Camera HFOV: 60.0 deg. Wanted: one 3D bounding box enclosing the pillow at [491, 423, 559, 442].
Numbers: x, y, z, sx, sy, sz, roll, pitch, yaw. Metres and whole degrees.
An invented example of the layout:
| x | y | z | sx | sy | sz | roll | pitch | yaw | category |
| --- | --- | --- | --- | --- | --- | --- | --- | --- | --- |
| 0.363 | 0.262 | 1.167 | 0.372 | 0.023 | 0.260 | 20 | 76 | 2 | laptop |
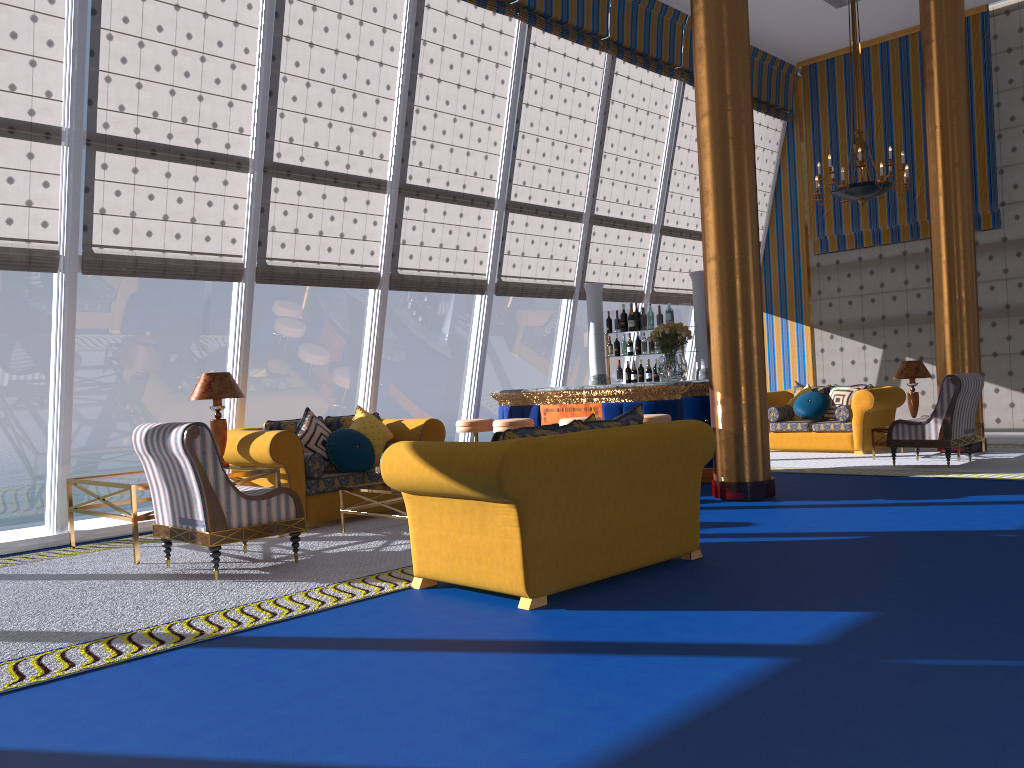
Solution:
| x | y | z | sx | sy | sz | roll | pitch | yaw | category |
| --- | --- | --- | --- | --- | --- | --- | --- | --- | --- |
| -0.011 | 0.465 | 5.012 | 0.324 | 0.456 | 0.527 | -3 | 0 | 44 | pillow |

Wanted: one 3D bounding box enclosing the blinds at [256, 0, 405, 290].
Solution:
| x | y | z | sx | sy | sz | roll | pitch | yaw | category |
| --- | --- | --- | --- | --- | --- | --- | --- | --- | --- |
| -1.620 | -2.643 | 8.198 | 0.865 | 3.394 | 1.379 | -2 | 1 | 44 | blinds |

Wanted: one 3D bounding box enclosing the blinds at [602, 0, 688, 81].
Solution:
| x | y | z | sx | sy | sz | roll | pitch | yaw | category |
| --- | --- | --- | --- | --- | --- | --- | --- | --- | --- |
| 1.654 | -4.338 | 11.068 | 0.335 | 0.830 | 1.540 | -2 | 0 | 44 | blinds |

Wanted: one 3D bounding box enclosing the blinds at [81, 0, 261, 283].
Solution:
| x | y | z | sx | sy | sz | roll | pitch | yaw | category |
| --- | --- | --- | --- | --- | --- | --- | --- | --- | --- |
| -2.668 | -2.590 | 7.114 | 0.865 | 3.394 | 1.379 | -2 | 1 | 44 | blinds |

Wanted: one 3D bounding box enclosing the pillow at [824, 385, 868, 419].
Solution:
| x | y | z | sx | sy | sz | roll | pitch | yaw | category |
| --- | --- | --- | --- | --- | --- | --- | --- | --- | --- |
| 4.410 | 0.245 | 11.751 | 0.516 | 0.456 | 0.331 | -3 | 0 | 44 | pillow |

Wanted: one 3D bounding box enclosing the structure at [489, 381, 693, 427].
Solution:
| x | y | z | sx | sy | sz | roll | pitch | yaw | category |
| --- | --- | --- | --- | --- | --- | --- | --- | --- | --- |
| 0.750 | 0.551 | 8.859 | 2.289 | 1.065 | 0.776 | -3 | 0 | 33 | structure |

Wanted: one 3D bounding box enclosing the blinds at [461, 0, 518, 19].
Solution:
| x | y | z | sx | sy | sz | roll | pitch | yaw | category |
| --- | --- | --- | --- | --- | --- | --- | --- | --- | --- |
| -0.514 | -4.229 | 8.826 | 0.335 | 0.830 | 1.540 | -2 | 0 | 44 | blinds |

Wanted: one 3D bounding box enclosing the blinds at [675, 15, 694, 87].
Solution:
| x | y | z | sx | sy | sz | roll | pitch | yaw | category |
| --- | --- | --- | --- | --- | --- | --- | --- | --- | --- |
| 2.734 | -4.393 | 12.186 | 0.335 | 0.830 | 1.540 | -2 | 0 | 44 | blinds |

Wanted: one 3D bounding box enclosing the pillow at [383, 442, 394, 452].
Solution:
| x | y | z | sx | sy | sz | roll | pitch | yaw | category |
| --- | --- | --- | --- | --- | --- | --- | --- | --- | --- |
| -1.042 | 0.643 | 8.134 | 0.369 | 0.219 | 0.217 | -3 | 0 | 44 | pillow |

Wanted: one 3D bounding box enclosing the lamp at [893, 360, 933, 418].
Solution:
| x | y | z | sx | sy | sz | roll | pitch | yaw | category |
| --- | --- | --- | --- | --- | --- | --- | --- | --- | --- |
| 4.863 | 0.107 | 10.754 | 0.442 | 0.783 | 0.450 | -3 | 0 | 29 | lamp |

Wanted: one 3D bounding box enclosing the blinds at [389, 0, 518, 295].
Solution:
| x | y | z | sx | sy | sz | roll | pitch | yaw | category |
| --- | --- | --- | --- | --- | --- | --- | --- | --- | --- |
| -0.568 | -2.696 | 9.286 | 0.865 | 3.394 | 1.379 | -2 | 1 | 44 | blinds |

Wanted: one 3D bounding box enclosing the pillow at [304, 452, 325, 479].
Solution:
| x | y | z | sx | sy | sz | roll | pitch | yaw | category |
| --- | --- | --- | --- | --- | --- | --- | --- | --- | --- |
| -1.734 | 0.678 | 7.406 | 0.369 | 0.219 | 0.176 | -3 | 0 | 44 | pillow |

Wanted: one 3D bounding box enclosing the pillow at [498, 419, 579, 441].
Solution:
| x | y | z | sx | sy | sz | roll | pitch | yaw | category |
| --- | --- | --- | --- | --- | --- | --- | --- | --- | --- |
| 0.140 | 0.515 | 4.881 | 0.620 | 0.610 | 0.336 | -3 | 0 | -41 | pillow |

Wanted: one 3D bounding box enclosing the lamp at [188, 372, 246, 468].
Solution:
| x | y | z | sx | sy | sz | roll | pitch | yaw | category |
| --- | --- | --- | --- | --- | --- | --- | --- | --- | --- |
| -2.416 | 0.299 | 7.302 | 0.450 | 0.783 | 0.442 | -3 | 1 | -31 | lamp |

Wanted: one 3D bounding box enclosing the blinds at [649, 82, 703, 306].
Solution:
| x | y | z | sx | sy | sz | roll | pitch | yaw | category |
| --- | --- | --- | --- | --- | --- | --- | --- | --- | --- |
| 2.622 | -2.857 | 12.586 | 0.865 | 3.394 | 1.379 | -2 | 1 | 44 | blinds |

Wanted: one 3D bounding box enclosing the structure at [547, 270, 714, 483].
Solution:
| x | y | z | sx | sy | sz | roll | pitch | yaw | category |
| --- | --- | --- | --- | --- | --- | --- | --- | --- | --- |
| 1.350 | -0.045 | 9.752 | 2.289 | 2.196 | 0.777 | -3 | 1 | 35 | structure |

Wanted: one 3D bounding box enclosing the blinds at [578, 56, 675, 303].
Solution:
| x | y | z | sx | sy | sz | roll | pitch | yaw | category |
| --- | --- | --- | --- | --- | --- | --- | --- | --- | --- |
| 1.539 | -2.802 | 11.466 | 0.865 | 3.394 | 1.379 | -2 | 1 | 44 | blinds |

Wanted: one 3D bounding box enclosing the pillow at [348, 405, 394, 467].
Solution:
| x | y | z | sx | sy | sz | roll | pitch | yaw | category |
| --- | --- | --- | --- | --- | --- | --- | --- | --- | --- |
| -1.309 | 0.484 | 8.120 | 0.581 | 0.583 | 0.326 | -3 | 0 | -26 | pillow |

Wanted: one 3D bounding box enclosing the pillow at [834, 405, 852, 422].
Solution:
| x | y | z | sx | sy | sz | roll | pitch | yaw | category |
| --- | --- | --- | --- | --- | --- | --- | --- | --- | --- |
| 4.344 | 0.369 | 11.441 | 0.376 | 0.219 | 0.212 | -3 | 0 | -41 | pillow |

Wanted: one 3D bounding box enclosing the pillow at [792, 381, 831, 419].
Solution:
| x | y | z | sx | sy | sz | roll | pitch | yaw | category |
| --- | --- | --- | --- | --- | --- | --- | --- | --- | --- |
| 4.120 | 0.288 | 12.304 | 0.358 | 0.672 | 0.594 | -3 | 0 | -38 | pillow |

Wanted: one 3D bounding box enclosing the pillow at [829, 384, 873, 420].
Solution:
| x | y | z | sx | sy | sz | roll | pitch | yaw | category |
| --- | --- | --- | --- | --- | --- | --- | --- | --- | --- |
| 4.547 | 0.296 | 11.902 | 0.343 | 0.610 | 0.607 | -3 | 0 | -41 | pillow |

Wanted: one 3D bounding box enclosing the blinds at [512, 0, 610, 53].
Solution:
| x | y | z | sx | sy | sz | roll | pitch | yaw | category |
| --- | --- | --- | --- | --- | --- | --- | --- | --- | --- |
| 0.570 | -4.284 | 9.947 | 0.335 | 0.830 | 1.540 | -2 | 0 | 44 | blinds |

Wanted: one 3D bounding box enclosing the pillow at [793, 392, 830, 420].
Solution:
| x | y | z | sx | sy | sz | roll | pitch | yaw | category |
| --- | --- | --- | --- | --- | --- | --- | --- | --- | --- |
| 4.005 | 0.289 | 11.861 | 0.459 | 0.367 | 0.391 | -3 | 0 | 5 | pillow |

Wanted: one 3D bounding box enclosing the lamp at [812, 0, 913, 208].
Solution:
| x | y | z | sx | sy | sz | roll | pitch | yaw | category |
| --- | --- | --- | --- | --- | --- | --- | --- | --- | --- |
| 3.894 | -3.194 | 9.997 | 1.052 | 2.422 | 1.066 | -3 | 1 | 21 | lamp |

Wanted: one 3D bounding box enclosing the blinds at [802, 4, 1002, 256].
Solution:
| x | y | z | sx | sy | sz | roll | pitch | yaw | category |
| --- | --- | --- | --- | --- | --- | --- | --- | --- | --- |
| 5.500 | -3.511 | 12.748 | 2.633 | 2.990 | 0.153 | -3 | 1 | 44 | blinds |

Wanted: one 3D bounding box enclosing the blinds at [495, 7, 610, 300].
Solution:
| x | y | z | sx | sy | sz | roll | pitch | yaw | category |
| --- | --- | --- | --- | --- | --- | --- | --- | --- | --- |
| 0.506 | -2.750 | 10.397 | 0.865 | 3.394 | 1.379 | -2 | 1 | 44 | blinds |

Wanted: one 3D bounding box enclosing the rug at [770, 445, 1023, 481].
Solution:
| x | y | z | sx | sy | sz | roll | pitch | yaw | category |
| --- | --- | --- | --- | --- | --- | --- | --- | --- | --- |
| 4.385 | 0.894 | 10.847 | 6.191 | 0.011 | 3.631 | -3 | 0 | 44 | rug |

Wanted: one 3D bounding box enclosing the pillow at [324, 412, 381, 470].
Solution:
| x | y | z | sx | sy | sz | roll | pitch | yaw | category |
| --- | --- | --- | --- | --- | --- | --- | --- | --- | --- |
| -1.485 | 0.552 | 8.290 | 0.244 | 0.546 | 0.617 | -3 | 0 | 41 | pillow |

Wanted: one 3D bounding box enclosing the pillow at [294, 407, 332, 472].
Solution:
| x | y | z | sx | sy | sz | roll | pitch | yaw | category |
| --- | --- | --- | --- | --- | --- | --- | --- | --- | --- |
| -1.691 | 0.507 | 7.727 | 0.278 | 0.619 | 0.698 | -3 | 0 | 42 | pillow |

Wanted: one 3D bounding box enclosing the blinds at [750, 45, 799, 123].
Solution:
| x | y | z | sx | sy | sz | roll | pitch | yaw | category |
| --- | --- | --- | --- | --- | --- | --- | --- | --- | --- |
| 3.817 | -4.447 | 13.306 | 0.335 | 0.830 | 1.540 | -2 | 0 | 44 | blinds |

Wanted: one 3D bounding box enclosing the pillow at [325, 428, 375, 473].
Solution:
| x | y | z | sx | sy | sz | roll | pitch | yaw | category |
| --- | --- | --- | --- | --- | --- | --- | --- | --- | --- |
| -1.411 | 0.585 | 7.769 | 0.478 | 0.404 | 0.317 | -3 | 0 | -33 | pillow |

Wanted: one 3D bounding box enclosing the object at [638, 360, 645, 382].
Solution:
| x | y | z | sx | sy | sz | roll | pitch | yaw | category |
| --- | --- | --- | --- | --- | --- | --- | --- | --- | --- |
| 1.387 | -0.141 | 9.528 | 0.065 | 0.244 | 0.066 | -3 | 1 | 25 | object |

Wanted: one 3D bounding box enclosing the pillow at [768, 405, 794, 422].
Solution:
| x | y | z | sx | sy | sz | roll | pitch | yaw | category |
| --- | --- | --- | --- | --- | --- | --- | --- | --- | --- |
| 3.666 | 0.405 | 12.144 | 0.381 | 0.219 | 0.213 | -3 | 0 | -41 | pillow |

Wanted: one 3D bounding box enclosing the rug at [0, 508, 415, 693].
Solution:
| x | y | z | sx | sy | sz | roll | pitch | yaw | category |
| --- | --- | --- | --- | --- | --- | --- | --- | --- | --- |
| -1.960 | 1.217 | 6.102 | 3.555 | 0.010 | 6.321 | -3 | 0 | 44 | rug |

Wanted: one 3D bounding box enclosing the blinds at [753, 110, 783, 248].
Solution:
| x | y | z | sx | sy | sz | roll | pitch | yaw | category |
| --- | --- | --- | --- | --- | --- | --- | --- | --- | --- |
| 3.664 | -2.909 | 13.664 | 0.865 | 3.394 | 1.379 | -2 | 1 | 44 | blinds |

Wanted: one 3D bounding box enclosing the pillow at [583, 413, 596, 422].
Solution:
| x | y | z | sx | sy | sz | roll | pitch | yaw | category |
| --- | --- | --- | --- | --- | --- | --- | --- | --- | --- |
| 0.402 | 0.426 | 5.388 | 0.617 | 0.491 | 0.229 | -3 | 0 | -41 | pillow |

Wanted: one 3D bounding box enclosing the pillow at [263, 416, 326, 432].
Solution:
| x | y | z | sx | sy | sz | roll | pitch | yaw | category |
| --- | --- | --- | --- | --- | --- | --- | --- | --- | --- |
| -1.911 | 0.572 | 7.850 | 0.244 | 0.549 | 0.614 | -3 | 0 | 41 | pillow |

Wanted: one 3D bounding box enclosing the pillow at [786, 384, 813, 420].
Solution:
| x | y | z | sx | sy | sz | roll | pitch | yaw | category |
| --- | --- | --- | --- | --- | --- | --- | --- | --- | --- |
| 4.042 | 0.246 | 12.158 | 0.234 | 0.491 | 0.605 | -3 | 0 | -41 | pillow |

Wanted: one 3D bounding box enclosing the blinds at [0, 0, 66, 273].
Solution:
| x | y | z | sx | sy | sz | roll | pitch | yaw | category |
| --- | --- | --- | --- | --- | --- | --- | --- | --- | --- |
| -3.741 | -2.536 | 6.004 | 0.865 | 3.394 | 1.379 | -2 | 1 | 44 | blinds |

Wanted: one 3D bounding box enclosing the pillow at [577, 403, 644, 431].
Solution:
| x | y | z | sx | sy | sz | roll | pitch | yaw | category |
| --- | --- | --- | --- | --- | --- | --- | --- | --- | --- |
| 0.549 | 0.463 | 5.315 | 0.607 | 0.672 | 0.350 | -3 | 0 | -38 | pillow |
